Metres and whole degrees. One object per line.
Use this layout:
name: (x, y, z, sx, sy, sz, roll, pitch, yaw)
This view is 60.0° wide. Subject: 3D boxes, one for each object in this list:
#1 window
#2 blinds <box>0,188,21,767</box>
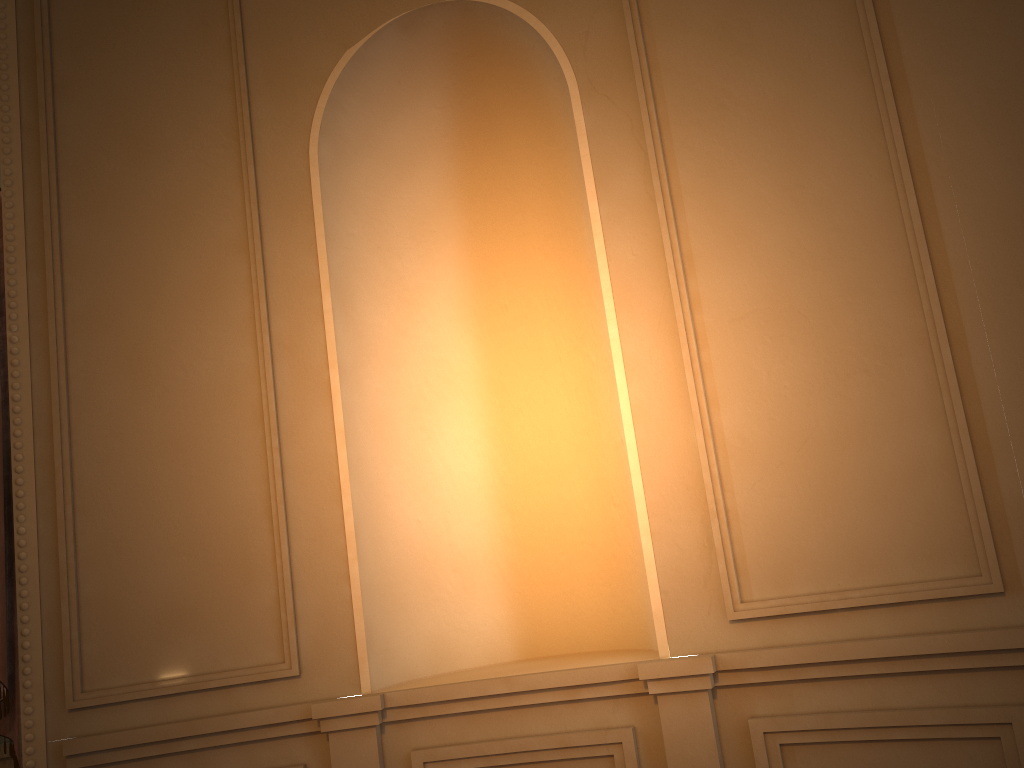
window: (-2.334, -0.211, 2.812, 1.330, 2.815, 0.152, -3, -11, -24)
blinds: (-2.236, -0.204, 2.600, 1.354, 2.954, 0.283, -3, -11, -25)
